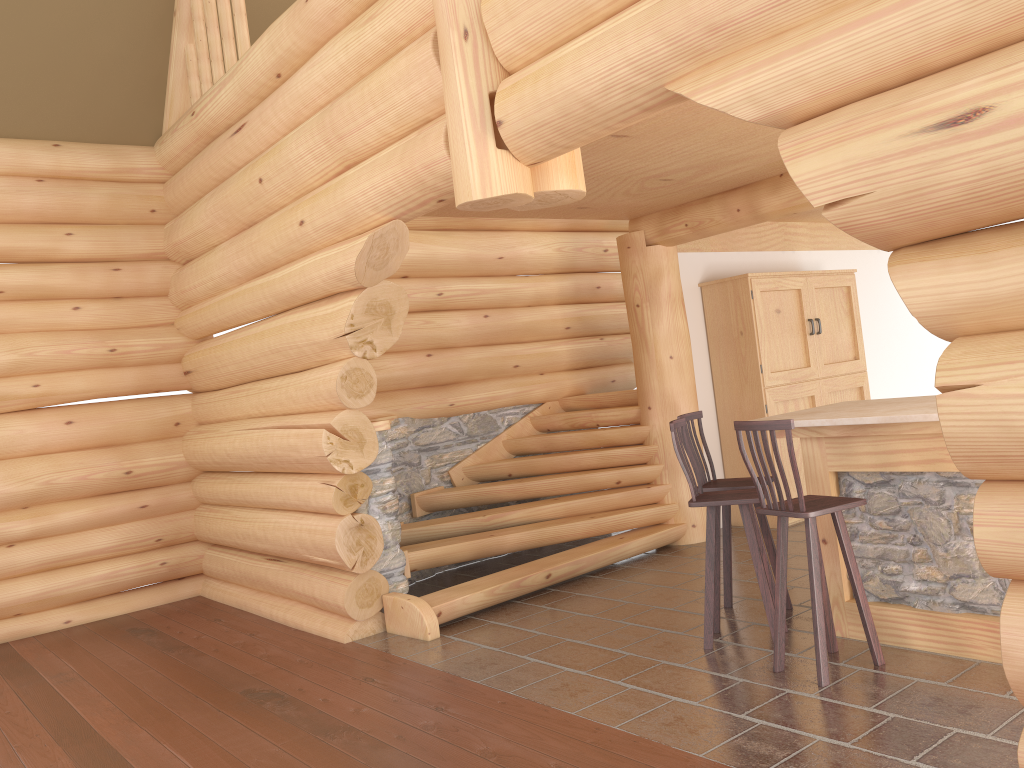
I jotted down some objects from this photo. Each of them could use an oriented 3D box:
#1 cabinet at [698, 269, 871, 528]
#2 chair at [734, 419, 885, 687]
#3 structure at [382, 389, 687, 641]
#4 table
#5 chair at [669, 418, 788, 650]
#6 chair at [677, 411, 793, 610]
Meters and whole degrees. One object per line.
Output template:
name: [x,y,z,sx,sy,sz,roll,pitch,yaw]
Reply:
cabinet: [2.903,0.090,9.047,1.847,2.403,0.670,-7,0,-38]
chair: [1.528,0.813,4.563,0.504,1.319,0.406,-7,0,-28]
structure: [-0.035,0.851,7.942,3.604,1.643,1.951,-7,0,-44]
table: [2.846,0.678,4.392,1.196,1.257,3.220,-7,0,-38]
chair: [1.264,0.846,5.195,0.504,1.319,0.406,-7,0,21]
chair: [1.424,0.826,5.692,0.504,1.319,0.406,-7,0,32]
